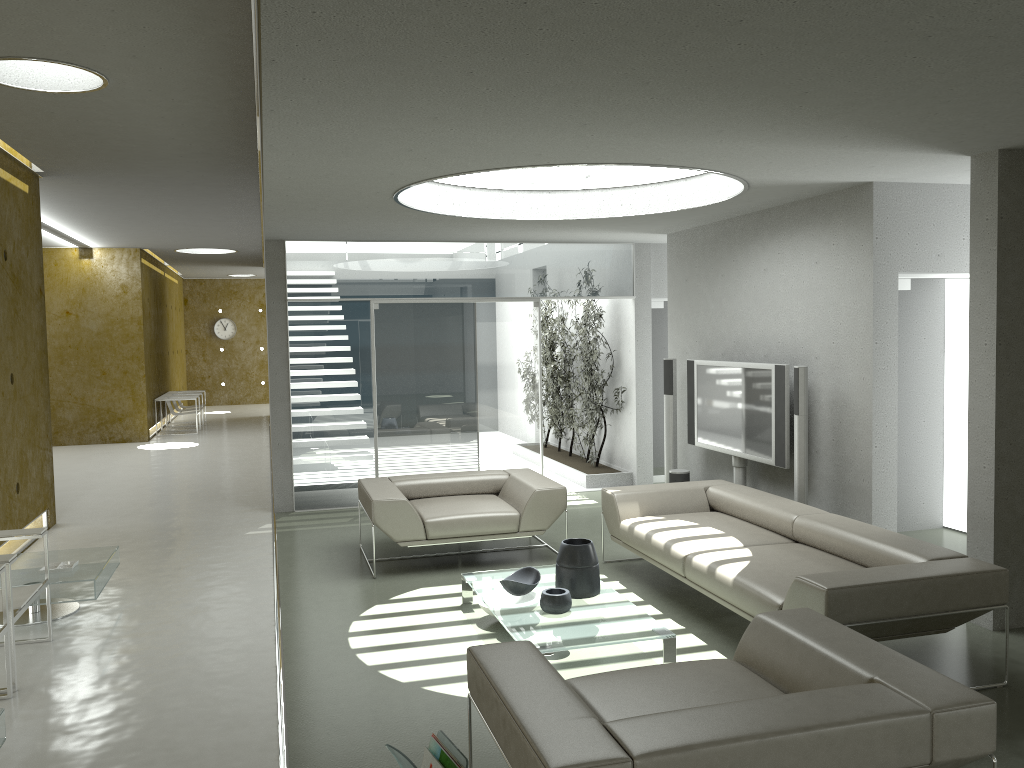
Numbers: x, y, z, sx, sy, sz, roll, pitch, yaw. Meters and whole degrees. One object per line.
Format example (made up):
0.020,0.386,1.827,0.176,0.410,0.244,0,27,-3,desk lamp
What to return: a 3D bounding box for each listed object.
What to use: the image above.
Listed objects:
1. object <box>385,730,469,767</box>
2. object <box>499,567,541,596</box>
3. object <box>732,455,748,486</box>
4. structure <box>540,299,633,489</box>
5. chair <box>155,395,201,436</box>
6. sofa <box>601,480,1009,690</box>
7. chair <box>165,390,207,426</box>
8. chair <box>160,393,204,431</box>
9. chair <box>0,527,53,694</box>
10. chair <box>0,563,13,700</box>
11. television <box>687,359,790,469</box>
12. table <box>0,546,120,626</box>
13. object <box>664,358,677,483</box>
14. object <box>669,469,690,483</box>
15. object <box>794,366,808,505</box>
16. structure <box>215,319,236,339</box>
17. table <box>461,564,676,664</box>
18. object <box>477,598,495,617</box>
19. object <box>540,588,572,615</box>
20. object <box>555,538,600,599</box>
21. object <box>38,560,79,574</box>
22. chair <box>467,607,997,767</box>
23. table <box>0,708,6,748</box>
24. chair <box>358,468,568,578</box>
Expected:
-0.300,1.430,3.128,0.216,0.288,0.329,-3,4,-25,object
0.049,1.181,5.251,0.223,0.125,0.317,0,4,21,object
1.838,0.940,7.385,0.323,0.689,0.882,-2,3,-15,object
0.602,-0.220,11.384,0.646,2.589,3.371,-2,3,-16,structure
-6.208,0.579,16.509,0.710,0.667,0.800,-2,3,-15,chair
1.522,1.109,5.458,1.037,0.585,2.791,-2,3,-15,sofa
-6.665,0.493,18.157,0.710,0.667,0.800,-2,3,-15,chair
-6.437,0.536,17.333,0.710,0.667,0.800,-2,3,-15,chair
-2.938,1.201,4.711,0.710,0.667,0.800,-2,3,-15,chair
-2.710,1.244,3.887,0.710,0.667,0.800,-2,3,-15,chair
1.875,0.204,7.357,0.127,0.781,1.603,-2,3,-15,television
-3.085,1.329,5.717,0.900,0.300,0.900,-2,3,-15,table
1.521,0.492,8.465,0.310,1.469,0.310,0,3,12,object
1.526,1.019,8.090,0.175,0.461,0.185,-2,4,-21,object
2.053,0.607,6.293,0.310,1.469,0.310,-4,4,-38,object
-7.408,-1.419,22.912,0.547,0.539,0.016,-2,3,-15,structure
0.254,1.347,5.123,0.790,0.200,1.500,-2,3,-15,table
-0.015,1.375,5.398,0.387,0.124,0.387,-4,5,-43,object
0.243,1.203,4.906,0.177,0.113,0.177,-3,4,-35,object
0.386,1.083,5.234,0.265,0.309,0.265,-3,4,-32,object
-2.876,1.165,5.631,0.197,0.029,0.189,-2,3,-15,object
0.675,1.266,3.076,1.481,0.583,1.039,-2,3,-15,chair
-2.325,1.473,2.975,0.900,0.300,0.900,-2,3,-15,table
-0.419,1.059,7.021,1.481,0.583,1.039,-2,3,-15,chair
